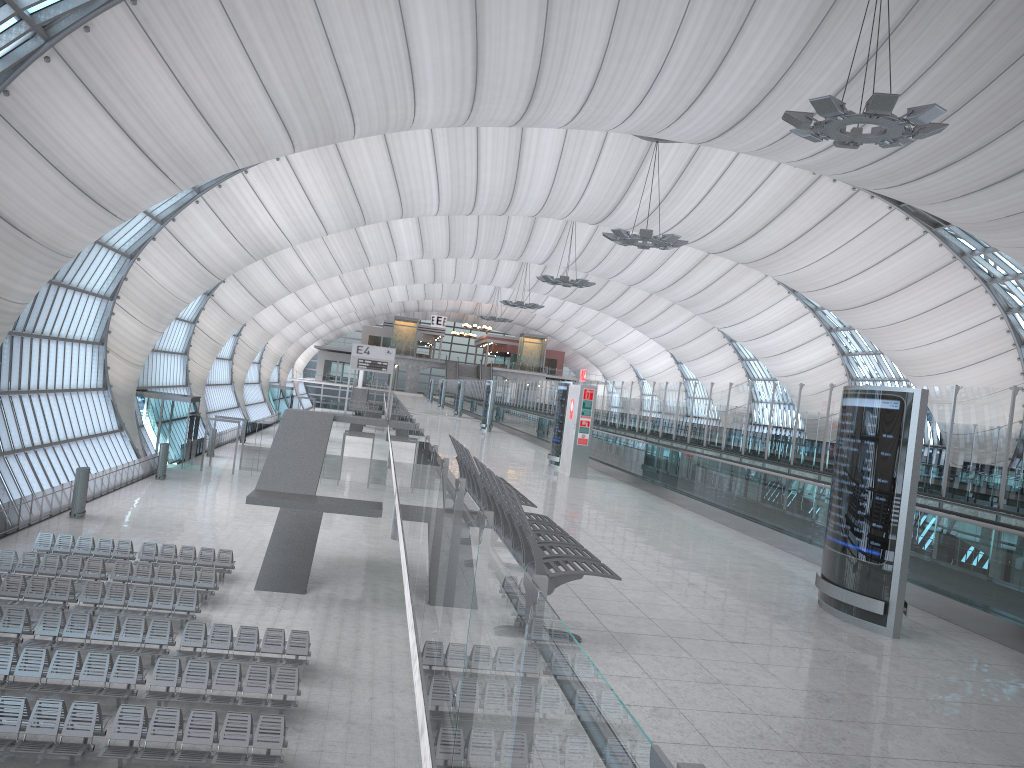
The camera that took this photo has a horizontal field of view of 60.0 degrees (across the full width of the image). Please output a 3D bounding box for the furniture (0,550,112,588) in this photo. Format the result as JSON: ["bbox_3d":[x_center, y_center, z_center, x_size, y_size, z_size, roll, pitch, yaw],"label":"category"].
[{"bbox_3d":[-11.956,4.867,22.946,2.705,0.913,1.572,7,-1,-8],"label":"furniture"}]

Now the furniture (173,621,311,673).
[{"bbox_3d":[-5.642,5.596,18.799,2.705,0.913,1.572,7,-1,-8],"label":"furniture"}]

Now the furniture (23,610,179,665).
[{"bbox_3d":[-8.436,5.247,18.389,2.705,0.913,1.572,7,-1,-8],"label":"furniture"}]

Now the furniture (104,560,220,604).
[{"bbox_3d":[-9.162,5.216,23.356,2.705,0.913,1.572,7,-1,-8],"label":"furniture"}]

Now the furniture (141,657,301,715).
[{"bbox_3d":[-5.295,5.611,16.424,2.705,0.913,1.572,7,-1,-8],"label":"furniture"}]

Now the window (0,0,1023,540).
[{"bbox_3d":[0.346,-2.454,78.008,50.537,20.004,167.818,7,-1,-8],"label":"window"}]

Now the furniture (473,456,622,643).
[{"bbox_3d":[0.131,1.114,6.455,0.713,0.902,2.520,7,-1,-8],"label":"furniture"}]

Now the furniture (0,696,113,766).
[{"bbox_3d":[-7.742,5.276,13.637,2.705,0.913,1.572,7,-1,-8],"label":"furniture"}]

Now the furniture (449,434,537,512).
[{"bbox_3d":[-0.289,1.098,9.448,0.713,0.902,2.520,7,-1,-8],"label":"furniture"}]

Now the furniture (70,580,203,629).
[{"bbox_3d":[-8.823,5.230,21.032,2.705,0.913,1.572,7,-1,-8],"label":"furniture"}]

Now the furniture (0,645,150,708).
[{"bbox_3d":[-8.089,5.261,16.013,2.705,0.913,1.572,7,-1,-8],"label":"furniture"}]

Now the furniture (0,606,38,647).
[{"bbox_3d":[-11.230,4.898,17.978,2.705,0.913,1.572,7,-1,-8],"label":"furniture"}]

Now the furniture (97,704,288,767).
[{"bbox_3d":[-4.948,5.625,14.048,2.705,0.913,1.572,7,-1,-8],"label":"furniture"}]

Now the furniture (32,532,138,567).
[{"bbox_3d":[-12.338,4.851,25.559,2.705,0.913,1.572,7,-1,-8],"label":"furniture"}]

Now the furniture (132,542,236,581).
[{"bbox_3d":[-9.544,5.200,25.969,2.705,0.913,1.572,7,-1,-8],"label":"furniture"}]

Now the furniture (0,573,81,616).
[{"bbox_3d":[-11.617,4.881,20.621,2.705,0.913,1.572,7,-1,-8],"label":"furniture"}]
